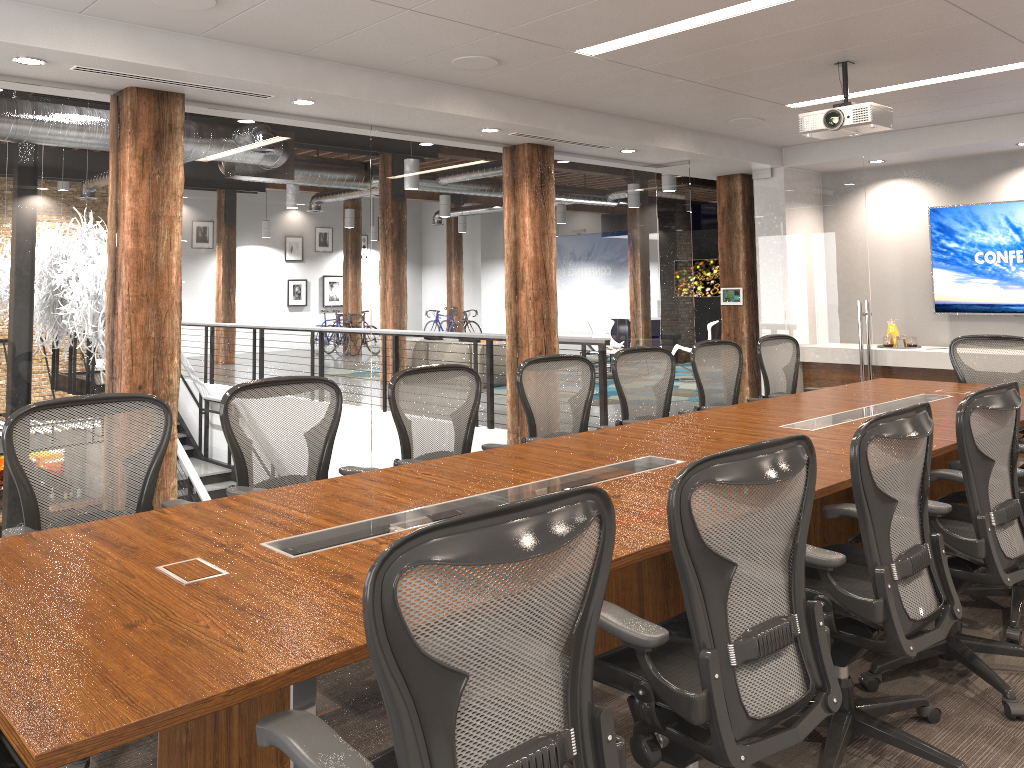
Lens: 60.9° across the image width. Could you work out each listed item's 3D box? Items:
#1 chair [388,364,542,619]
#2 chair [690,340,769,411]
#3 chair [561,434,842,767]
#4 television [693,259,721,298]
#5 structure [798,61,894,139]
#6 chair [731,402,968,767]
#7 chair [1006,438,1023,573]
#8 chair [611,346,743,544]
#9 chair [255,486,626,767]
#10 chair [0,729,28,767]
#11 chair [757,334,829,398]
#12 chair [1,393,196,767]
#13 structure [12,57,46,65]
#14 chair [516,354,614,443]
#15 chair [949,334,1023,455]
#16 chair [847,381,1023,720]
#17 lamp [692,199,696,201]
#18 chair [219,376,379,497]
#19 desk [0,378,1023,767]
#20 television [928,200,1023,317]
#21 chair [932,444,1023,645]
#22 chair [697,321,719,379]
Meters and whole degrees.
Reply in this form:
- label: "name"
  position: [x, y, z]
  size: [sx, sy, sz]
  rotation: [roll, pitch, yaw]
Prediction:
- label: "chair"
  position: [-0.190, 0.471, 4.108]
  size: [0.758, 1.101, 0.800]
  rotation: [-2, -1, 36]
- label: "chair"
  position: [1.568, 0.260, 5.798]
  size: [0.790, 1.101, 0.768]
  rotation: [-2, -1, 31]
- label: "chair"
  position: [0.424, 0.662, 2.257]
  size: [0.800, 1.101, 0.758]
  rotation: [0, -2, -43]
- label: "television"
  position: [3.987, -2.196, 18.096]
  size: [0.049, 0.801, 1.460]
  rotation: [4, 0, -43]
- label: "structure"
  position: [2.053, -1.769, 5.390]
  size: [0.318, 0.460, 0.459]
  rotation: [0, 0, -43]
- label: "chair"
  position: [1.019, 0.600, 2.745]
  size: [0.790, 1.101, 0.768]
  rotation: [-1, -1, 28]
- label: "chair"
  position: [2.805, 0.388, 4.433]
  size: [0.800, 1.101, 0.757]
  rotation: [0, -1, -32]
- label: "chair"
  position: [0.994, 0.335, 5.194]
  size: [0.758, 1.101, 0.800]
  rotation: [-2, -1, 40]
- label: "chair"
  position: [-0.168, 0.737, 1.655]
  size: [0.789, 1.101, 0.769]
  rotation: [-2, -1, 41]
- label: "chair"
  position: [-1.319, 0.744, 1.754]
  size: [0.769, 1.101, 0.789]
  rotation: [-1, -1, 21]
- label: "chair"
  position: [2.163, 0.197, 6.288]
  size: [0.800, 1.101, 0.758]
  rotation: [0, -1, -37]
- label: "chair"
  position: [-1.392, 0.604, 3.061]
  size: [0.791, 1.101, 0.767]
  rotation: [-1, -1, 21]
- label: "structure"
  position: [-3.621, -1.579, 6.851]
  size: [1.454, 3.709, 7.157]
  rotation: [0, 4, -12]
- label: "chair"
  position: [0.409, 0.400, 4.674]
  size: [0.790, 1.101, 0.768]
  rotation: [-2, -1, 33]
- label: "chair"
  position: [3.227, 0.227, 5.859]
  size: [0.768, 1.101, 0.790]
  rotation: [-2, -1, 31]
- label: "chair"
  position: [1.604, 0.525, 3.346]
  size: [0.801, 1.101, 0.757]
  rotation: [0, -1, -41]
- label: "lamp"
  position: [5.702, -5.346, 27.210]
  size: [0.205, 1.881, 0.201]
  rotation: [3, -6, -43]
- label: "chair"
  position: [-0.825, 0.532, 3.639]
  size: [0.790, 1.101, 0.768]
  rotation: [-1, -1, 29]
- label: "desk"
  position: [1.012, 0.642, 3.855]
  size: [6.050, 0.759, 1.402]
  rotation: [-6, 6, -43]
- label: "television"
  position: [4.652, -1.138, 7.608]
  size: [0.065, 1.114, 1.906]
  rotation: [4, -1, -43]
- label: "chair"
  position: [2.208, 0.462, 3.838]
  size: [0.790, 1.101, 0.768]
  rotation: [-2, -1, 33]
- label: "chair"
  position: [2.861, -0.534, 13.736]
  size: [0.789, 0.930, 0.672]
  rotation: [-1, -1, -5]
